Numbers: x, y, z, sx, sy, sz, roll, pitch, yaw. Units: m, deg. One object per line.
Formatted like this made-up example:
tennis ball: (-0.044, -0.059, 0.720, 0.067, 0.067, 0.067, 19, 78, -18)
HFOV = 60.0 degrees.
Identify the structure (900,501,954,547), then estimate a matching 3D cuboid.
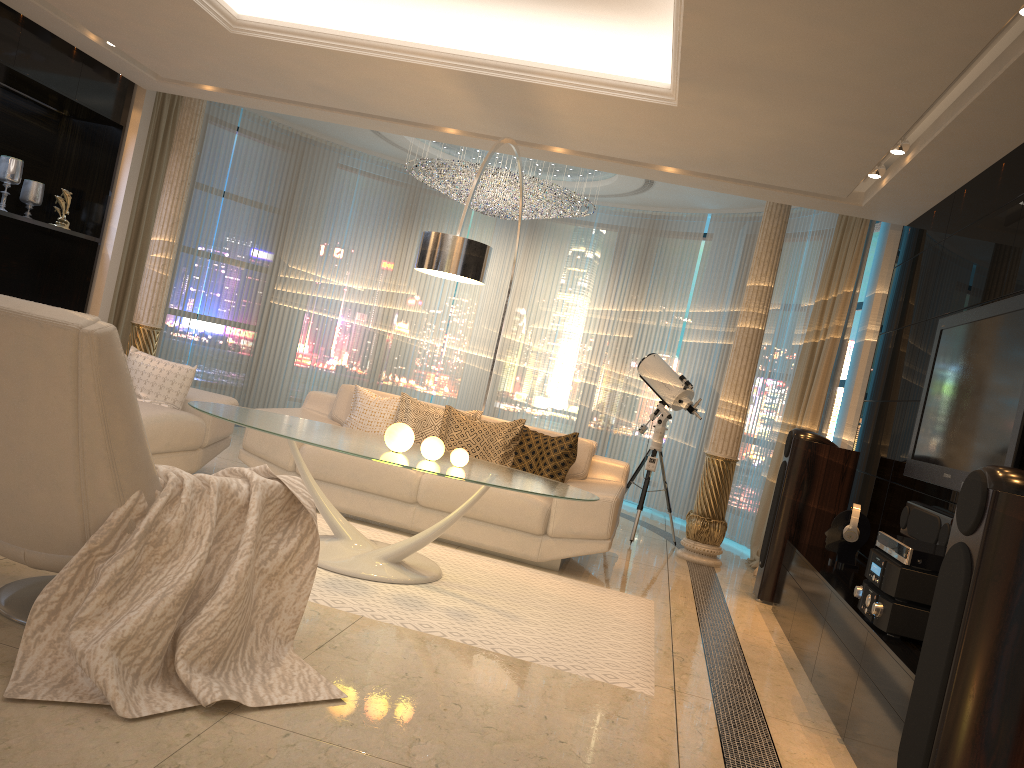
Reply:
structure: (1.889, 0.648, 3.966, 0.107, 0.179, 0.745, 13, 1, 9)

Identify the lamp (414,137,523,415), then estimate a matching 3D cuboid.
lamp: (-0.264, -0.320, 5.634, 0.393, 2.519, 2.009, 13, 1, 9)

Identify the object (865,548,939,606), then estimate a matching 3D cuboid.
object: (1.586, 0.761, 3.377, 0.407, 0.130, 0.446, 13, 1, 9)

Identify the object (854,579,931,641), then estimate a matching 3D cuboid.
object: (1.552, 0.887, 3.380, 0.419, 0.130, 0.446, 13, 1, 9)

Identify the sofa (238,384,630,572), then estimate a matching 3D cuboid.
sofa: (-0.438, 0.545, 5.758, 2.328, 0.754, 1.145, 13, 1, 9)

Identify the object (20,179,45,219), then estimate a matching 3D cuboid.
object: (-3.660, -1.381, 6.740, 0.147, 0.317, 0.147, 13, 1, 11)

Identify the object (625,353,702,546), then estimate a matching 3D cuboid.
object: (1.109, 0.502, 6.898, 0.616, 1.471, 0.570, 13, 1, 16)

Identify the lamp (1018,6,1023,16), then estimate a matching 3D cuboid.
lamp: (1.787, -1.324, 3.031, 0.107, 0.127, 0.107, 12, 1, -9)

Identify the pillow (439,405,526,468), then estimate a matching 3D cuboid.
pillow: (-0.214, 0.380, 5.736, 0.575, 0.436, 0.301, 13, 1, 15)

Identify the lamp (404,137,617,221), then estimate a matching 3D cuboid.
lamp: (-0.092, -1.911, 8.369, 2.109, 0.685, 2.109, 12, 1, -36)

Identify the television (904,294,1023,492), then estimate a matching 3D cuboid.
television: (2.054, 0.061, 3.963, 0.055, 0.839, 1.358, 13, 1, 9)

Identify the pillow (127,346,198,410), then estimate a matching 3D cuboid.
pillow: (-2.222, -0.041, 5.444, 0.521, 0.325, 0.281, 13, 1, 19)

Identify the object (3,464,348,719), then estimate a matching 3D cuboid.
object: (-1.183, 0.507, 2.901, 0.972, 0.580, 1.347, 12, 1, -43)

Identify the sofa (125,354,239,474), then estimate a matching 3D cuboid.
sofa: (-2.535, 0.097, 4.797, 1.145, 0.754, 2.328, 13, 1, 9)

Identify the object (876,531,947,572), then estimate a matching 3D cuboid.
object: (1.628, 0.668, 3.370, 0.371, 0.070, 0.441, 13, 1, 9)

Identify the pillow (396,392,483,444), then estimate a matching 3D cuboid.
pillow: (-0.510, 0.318, 5.861, 0.587, 0.429, 0.288, 12, 1, -16)

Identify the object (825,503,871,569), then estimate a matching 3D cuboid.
object: (1.843, 0.822, 4.835, 0.197, 0.343, 0.197, 12, 1, -26)

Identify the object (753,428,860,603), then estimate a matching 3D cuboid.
object: (1.895, 0.870, 5.667, 0.468, 1.127, 0.285, 13, 1, 9)

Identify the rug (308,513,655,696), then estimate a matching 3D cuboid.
rug: (-0.714, 0.887, 4.401, 2.900, 0.020, 1.661, 13, 1, 9)

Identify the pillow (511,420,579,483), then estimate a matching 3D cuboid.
pillow: (0.169, 0.466, 5.646, 0.575, 0.436, 0.301, 13, 1, 40)

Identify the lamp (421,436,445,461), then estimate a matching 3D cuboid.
lamp: (-0.382, 0.311, 4.277, 0.115, 0.115, 0.115, 13, 1, 35)

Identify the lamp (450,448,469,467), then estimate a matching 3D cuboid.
lamp: (-0.252, 0.353, 4.255, 0.090, 0.091, 0.090, 12, 1, -30)

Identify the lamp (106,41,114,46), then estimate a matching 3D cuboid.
lamp: (-2.683, -2.346, 5.982, 0.107, 0.127, 0.107, 12, 1, -9)

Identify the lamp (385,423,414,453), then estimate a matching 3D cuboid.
lamp: (-0.546, 0.260, 4.305, 0.143, 0.143, 0.143, 12, 1, -6)

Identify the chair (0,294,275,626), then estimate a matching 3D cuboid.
chair: (-1.347, 0.268, 2.878, 1.027, 0.991, 0.983, 13, 1, 9)

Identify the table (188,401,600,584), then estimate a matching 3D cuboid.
table: (-0.672, 0.593, 4.410, 2.140, 0.565, 0.999, 13, 1, 9)

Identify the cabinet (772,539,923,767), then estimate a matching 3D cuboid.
cabinet: (1.604, 1.182, 3.986, 0.416, 0.444, 2.842, 13, 1, 9)

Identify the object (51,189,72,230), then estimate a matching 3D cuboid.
object: (-3.415, -1.329, 6.741, 0.116, 0.293, 0.182, 13, 1, 7)

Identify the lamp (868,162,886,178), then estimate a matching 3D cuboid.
lamp: (2.151, -1.279, 5.231, 0.107, 0.127, 0.107, 12, 1, -9)

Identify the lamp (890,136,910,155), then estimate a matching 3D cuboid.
lamp: (2.068, -1.290, 4.730, 0.107, 0.127, 0.107, 12, 1, -9)

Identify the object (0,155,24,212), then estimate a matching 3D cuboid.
object: (-3.696, -1.442, 6.485, 0.156, 0.426, 0.156, 13, 1, 15)

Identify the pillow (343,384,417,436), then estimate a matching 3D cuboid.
pillow: (-0.899, 0.233, 5.897, 0.463, 0.380, 0.222, 13, 1, 14)

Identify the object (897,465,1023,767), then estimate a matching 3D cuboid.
object: (1.345, 0.802, 2.339, 0.468, 1.127, 0.285, 13, 1, 9)
